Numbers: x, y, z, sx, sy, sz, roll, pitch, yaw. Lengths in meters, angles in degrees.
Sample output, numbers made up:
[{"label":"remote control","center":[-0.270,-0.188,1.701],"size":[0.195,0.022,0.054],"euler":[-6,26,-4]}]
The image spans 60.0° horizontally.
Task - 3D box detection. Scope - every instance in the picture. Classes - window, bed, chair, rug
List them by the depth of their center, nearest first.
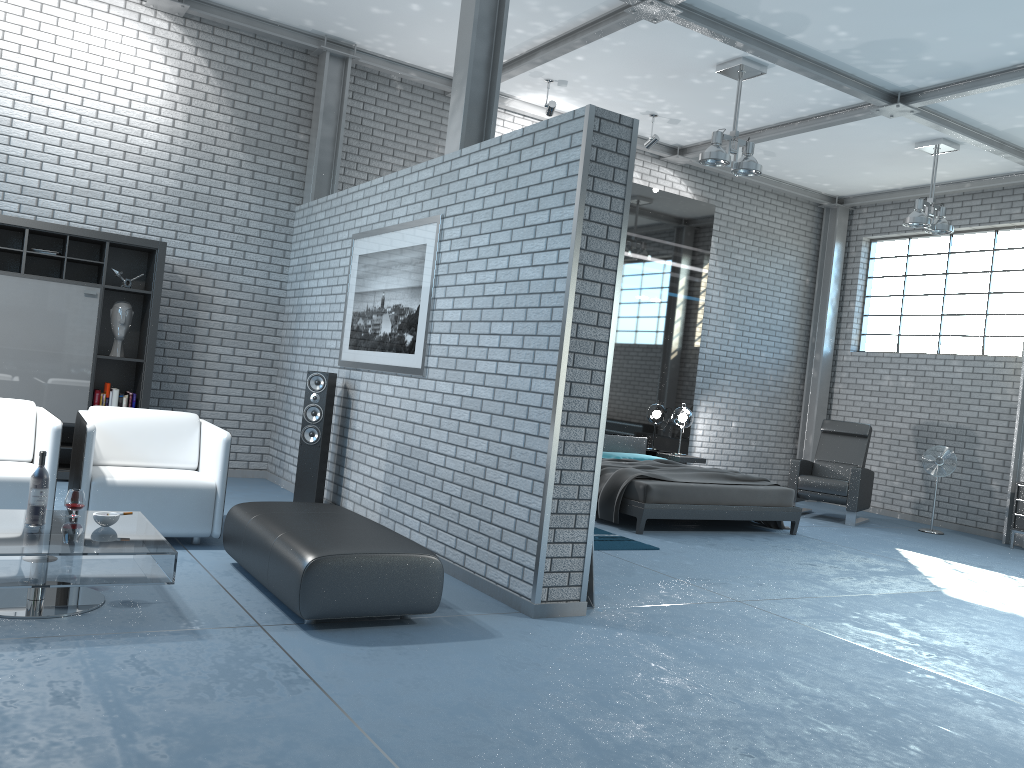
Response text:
[{"label":"chair","center":[-2.947,0.416,4.820],"size":[0.767,0.661,0.919],"euler":[6,0,-34]},{"label":"chair","center":[-2.169,0.502,5.260],"size":[0.767,0.661,0.919],"euler":[6,0,-29]},{"label":"rug","center":[0.183,1.133,7.265],"size":[0.886,0.012,2.060],"euler":[6,0,-32]},{"label":"bed","center":[1.371,0.936,8.723],"size":[2.290,0.674,2.261],"euler":[6,0,-32]},{"label":"chair","center":[3.631,0.959,9.985],"size":[0.763,1.099,0.940],"euler":[6,0,33]},{"label":"window","center":[5.225,-1.080,10.701],"size":[0.100,1.500,2.200],"euler":[6,0,-32]}]

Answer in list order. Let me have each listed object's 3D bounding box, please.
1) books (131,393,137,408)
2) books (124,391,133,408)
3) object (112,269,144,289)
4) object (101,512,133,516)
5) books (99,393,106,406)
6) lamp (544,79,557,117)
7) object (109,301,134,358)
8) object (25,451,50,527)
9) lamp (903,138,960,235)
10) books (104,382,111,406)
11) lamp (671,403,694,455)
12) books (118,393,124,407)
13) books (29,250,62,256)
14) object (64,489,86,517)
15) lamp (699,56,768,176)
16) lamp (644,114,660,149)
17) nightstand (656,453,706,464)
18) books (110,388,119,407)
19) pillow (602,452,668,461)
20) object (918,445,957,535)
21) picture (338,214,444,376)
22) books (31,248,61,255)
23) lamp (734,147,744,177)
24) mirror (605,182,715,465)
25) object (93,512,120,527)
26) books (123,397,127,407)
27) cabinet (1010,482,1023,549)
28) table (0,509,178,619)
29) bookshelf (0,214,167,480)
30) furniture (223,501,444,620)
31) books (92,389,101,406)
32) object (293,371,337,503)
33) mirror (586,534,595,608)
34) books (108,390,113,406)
[{"label":"books","center":[-3.024,0.206,7.049],"size":[0.027,0.263,0.155],"euler":[6,0,-32]},{"label":"books","center":[-3.051,0.200,7.032],"size":[0.038,0.270,0.155],"euler":[6,0,-32]},{"label":"object","center":[-3.042,-0.824,7.014],"size":[0.072,0.147,0.322],"euler":[6,0,30]},{"label":"object","center":[-1.743,0.589,3.908],"size":[0.128,0.052,0.024],"euler":[6,0,-38]},{"label":"books","center":[-3.211,0.195,6.924],"size":[0.038,0.244,0.171],"euler":[6,0,-32]},{"label":"lamp","center":[0.353,-2.717,8.429],"size":[0.137,0.311,0.166],"euler":[6,0,-7]},{"label":"object","center":[-3.097,-0.434,7.010],"size":[0.156,0.443,0.156],"euler":[6,0,12]},{"label":"object","center":[-2.001,0.441,3.753],"size":[0.079,0.316,0.079],"euler":[6,0,1]},{"label":"lamp","center":[4.264,-2.003,8.987],"size":[0.639,0.872,0.300],"euler":[6,0,-32]},{"label":"books","center":[-3.184,0.156,6.947],"size":[0.026,0.329,0.155],"euler":[6,0,-32]},{"label":"lamp","center":[1.961,0.516,10.242],"size":[0.259,0.596,0.250],"euler":[6,0,-24]},{"label":"books","center":[-3.108,0.201,7.003],"size":[0.038,0.256,0.144],"euler":[6,0,-32]},{"label":"books","center":[-3.510,-0.980,6.677],"size":[0.190,0.015,0.135],"euler":[6,0,-10]},{"label":"object","center":[-1.983,0.541,4.025],"size":[0.089,0.120,0.089],"euler":[6,0,24]},{"label":"lamp","center":[1.899,-2.262,7.512],"size":[0.639,0.872,0.300],"euler":[6,0,-32]},{"label":"lamp","center":[1.429,-2.589,9.115],"size":[0.137,0.332,0.167],"euler":[6,0,-42]},{"label":"nightstand","center":[1.915,1.069,10.167],"size":[0.400,0.501,0.400],"euler":[6,0,-32]},{"label":"books","center":[-3.137,0.182,6.973],"size":[0.046,0.288,0.164],"euler":[6,0,-32]},{"label":"pillow","center":[0.894,0.767,9.367],"size":[1.810,0.115,0.567],"euler":[6,0,-32]},{"label":"object","center":[4.612,1.141,9.648],"size":[0.342,0.954,0.258],"euler":[6,0,24]},{"label":"picture","center":[-0.878,-0.594,6.150],"size":[0.020,1.015,1.490],"euler":[6,0,-32]},{"label":"books","center":[-3.512,-0.995,6.687],"size":[0.190,0.015,0.135],"euler":[6,0,-21]},{"label":"lamp","center":[2.518,-2.465,9.795],"size":[0.161,0.343,0.137],"euler":[6,0,28]},{"label":"mirror","center":[0.794,-0.562,9.744],"size":[3.400,3.500,0.050],"euler":[6,0,-32]},{"label":"object","center":[-1.777,0.596,3.882],"size":[0.108,0.056,0.108],"euler":[6,0,-36]},{"label":"books","center":[-3.080,0.218,7.015],"size":[0.026,0.229,0.155],"euler":[6,0,-32]},{"label":"cabinet","center":[5.915,1.425,8.230],"size":[0.510,0.682,2.250],"euler":[6,0,-32]},{"label":"table","center":[-1.968,0.754,3.694],"size":[0.900,0.300,0.900],"euler":[6,0,-32]},{"label":"bookshelf","center":[-3.736,-0.263,6.641],"size":[1.930,1.920,0.419],"euler":[6,0,-32]},{"label":"furniture","center":[-0.918,0.818,4.353],"size":[0.685,0.301,1.291],"euler":[6,0,-32]},{"label":"books","center":[-3.251,0.178,6.908],"size":[0.049,0.270,0.155],"euler":[6,0,-32]},{"label":"object","center":[-1.443,0.432,6.483],"size":[0.159,1.045,0.254],"euler":[6,0,3]},{"label":"mirror","center":[0.243,0.656,4.878],"size":[0.165,0.978,0.674],"euler":[6,0,-32]},{"label":"books","center":[-3.168,0.187,6.960],"size":[0.020,0.270,0.153],"euler":[6,0,-32]}]
